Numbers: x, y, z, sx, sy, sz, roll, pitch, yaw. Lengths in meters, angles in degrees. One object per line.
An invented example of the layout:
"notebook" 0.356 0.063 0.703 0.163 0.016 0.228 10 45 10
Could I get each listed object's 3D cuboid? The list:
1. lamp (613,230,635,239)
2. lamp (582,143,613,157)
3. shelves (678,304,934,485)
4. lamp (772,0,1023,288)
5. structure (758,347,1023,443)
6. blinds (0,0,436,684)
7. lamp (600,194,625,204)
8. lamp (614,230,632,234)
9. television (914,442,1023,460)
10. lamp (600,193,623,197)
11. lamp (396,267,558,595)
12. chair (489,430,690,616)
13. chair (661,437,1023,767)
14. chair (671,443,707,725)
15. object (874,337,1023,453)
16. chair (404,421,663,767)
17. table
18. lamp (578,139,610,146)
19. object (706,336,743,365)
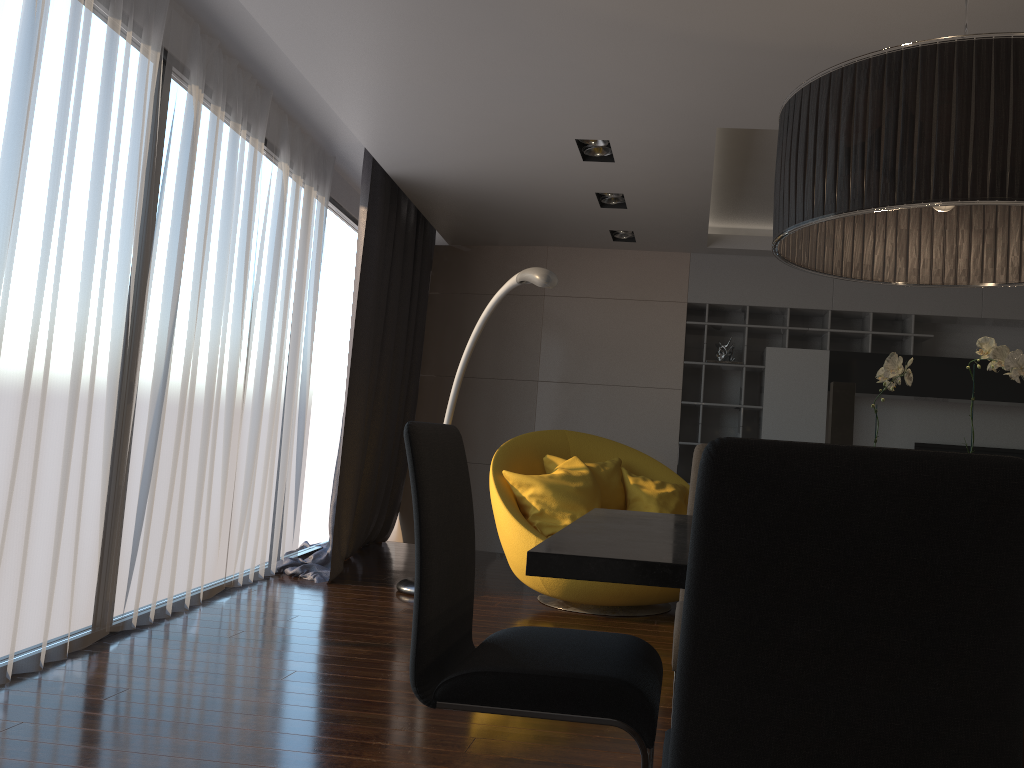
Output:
"lamp" 0.860 -1.155 6.749 0.171 0.077 0.183 3 -4 21
"lamp" 0.471 -1.293 4.832 0.171 0.077 0.183 3 -4 21
"shelves" 2.324 0.218 7.060 1.900 1.603 0.383 4 -4 6
"lamp" 1.016 -0.833 1.968 0.764 1.104 0.843 2 -5 33
"structure" 3.384 0.685 6.871 2.851 1.769 0.485 4 -4 6
"blinds" -1.342 -0.370 3.671 0.746 2.897 7.502 4 -3 5
"lamp" 0.666 -1.224 5.790 0.171 0.077 0.183 3 -4 21
"lamp" 0.824 -1.168 6.570 0.169 0.077 0.184 2 -4 28
"television" 3.737 0.859 6.999 1.088 0.715 0.146 4 -4 6
"lamp" 0.630 -1.237 5.611 0.169 0.077 0.184 2 -4 28
"lamp" -0.454 0.379 6.072 0.594 1.781 4.136 5 -4 -9
"chair" 0.579 0.793 5.267 1.585 1.007 1.085 6 -4 -25
"chair" 0.419 0.569 1.225 0.422 0.966 0.579 4 -4 10
"chair" 0.693 0.666 2.575 0.422 0.966 0.579 4 -4 10
"object" 1.015 0.113 1.836 0.571 0.502 0.311 4 -4 3
"chair" 0.049 0.586 1.952 0.565 0.966 0.433 4 -4 8
"table" 0.887 0.741 1.864 1.582 0.761 1.053 4 -4 7
"lamp" 0.435 -1.305 4.653 0.176 0.077 0.177 4 -3 4
"object" 1.717 -0.267 7.099 0.281 0.228 0.288 4 -4 9
